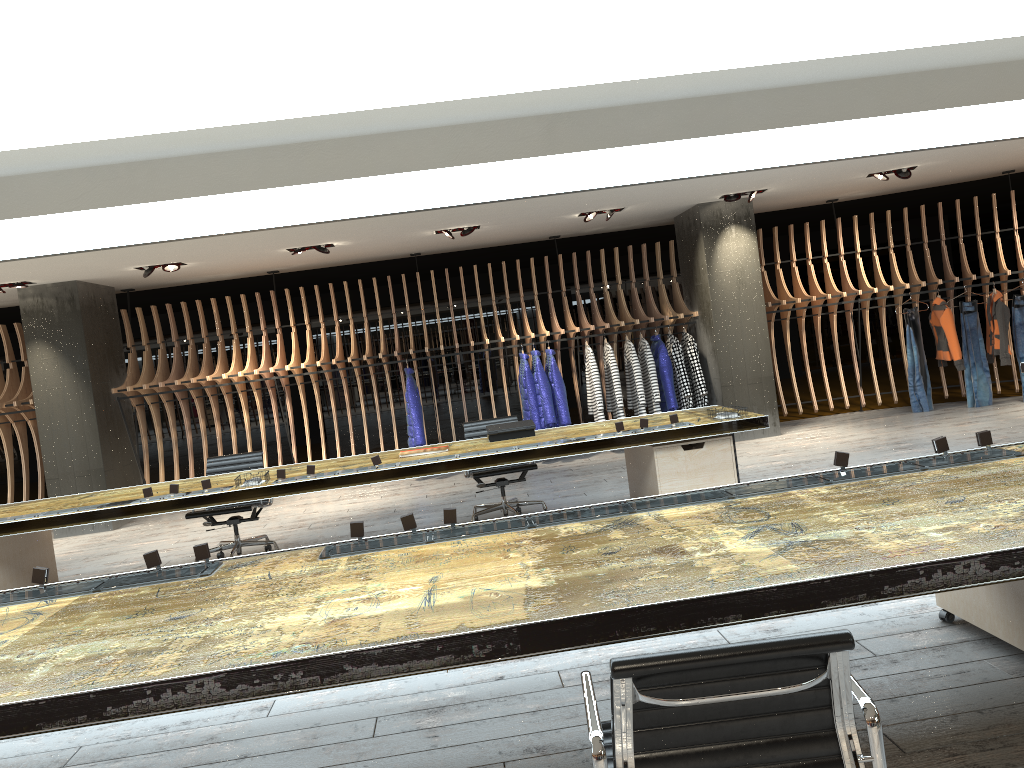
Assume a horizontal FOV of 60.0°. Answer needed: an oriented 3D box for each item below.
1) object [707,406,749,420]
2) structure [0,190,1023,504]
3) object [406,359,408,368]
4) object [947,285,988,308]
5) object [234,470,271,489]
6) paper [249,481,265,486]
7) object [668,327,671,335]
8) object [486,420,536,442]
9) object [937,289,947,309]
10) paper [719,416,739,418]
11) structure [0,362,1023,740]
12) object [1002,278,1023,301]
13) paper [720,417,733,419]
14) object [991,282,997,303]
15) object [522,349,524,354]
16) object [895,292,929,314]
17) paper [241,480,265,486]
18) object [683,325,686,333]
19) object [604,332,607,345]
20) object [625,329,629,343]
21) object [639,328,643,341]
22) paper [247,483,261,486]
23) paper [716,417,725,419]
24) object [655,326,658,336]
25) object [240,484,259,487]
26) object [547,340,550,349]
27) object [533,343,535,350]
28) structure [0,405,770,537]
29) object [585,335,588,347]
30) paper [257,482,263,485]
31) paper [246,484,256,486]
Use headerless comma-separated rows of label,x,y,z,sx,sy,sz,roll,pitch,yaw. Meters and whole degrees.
object,1.548,0.211,6.366,0.217,0.074,0.302,-8,3,-9
structure,-7.556,1.037,3.583,36.558,2.438,14.889,-8,3,-4
object,-1.244,-0.170,10.615,0.012,0.270,0.525,-8,3,-4
object,5.391,-1.051,10.512,0.549,0.243,0.023,-8,2,-7
object,-1.793,0.663,6.129,0.209,0.071,0.302,-8,3,-9
paper,-1.789,0.688,6.132,0.130,0.004,0.176,-7,3,5
object,1.937,-0.569,10.812,0.012,0.316,0.517,-8,3,-4
object,-0.008,0.364,6.898,0.373,0.111,0.261,-8,3,-4
object,5.117,-1.009,10.621,0.012,0.270,0.525,-7,3,11
paper,1.551,0.233,6.369,0.130,0.004,0.176,-7,3,2
structure,-3.466,1.323,4.542,18.477,0.844,4.838,-8,3,-4
object,5.936,-1.112,10.287,0.023,0.243,0.549,-8,3,-27
paper,1.552,0.235,6.370,0.130,0.004,0.176,-7,3,5
object,5.666,-1.068,10.406,0.012,0.270,0.526,-7,3,16
object,0.134,-0.344,10.728,0.012,0.292,0.523,-8,3,-4
object,4.817,-0.984,10.694,0.549,0.243,0.023,-9,2,-22
paper,-1.789,0.685,6.131,0.130,0.004,0.176,-7,3,2
object,2.122,-0.597,10.828,0.012,0.312,0.518,-8,3,-4
object,1.145,-0.473,10.754,0.012,0.312,0.518,-8,3,-4
object,1.405,-0.508,10.771,0.012,0.312,0.518,-8,3,-4
object,1.581,-0.532,10.784,0.012,0.312,0.518,-8,3,-4
paper,-1.789,0.687,6.132,0.130,0.004,0.176,-8,3,0
paper,1.547,0.237,6.383,0.130,0.003,0.176,-8,3,-5
object,1.772,-0.580,10.855,0.012,0.270,0.525,-8,3,-4
object,-1.789,0.688,6.132,0.130,0.004,0.176,-7,3,1
object,0.449,-0.399,10.732,0.012,0.270,0.525,-8,3,-4
object,0.274,-0.366,10.704,0.012,0.291,0.523,-8,3,-4
structure,-3.385,1.221,6.388,10.452,0.844,1.162,-8,2,-4
object,0.912,-0.441,10.737,0.012,0.312,0.518,-8,3,-4
paper,-1.789,0.687,6.132,0.130,0.004,0.176,-8,3,0
paper,-1.789,0.686,6.131,0.130,0.004,0.176,-7,3,1
